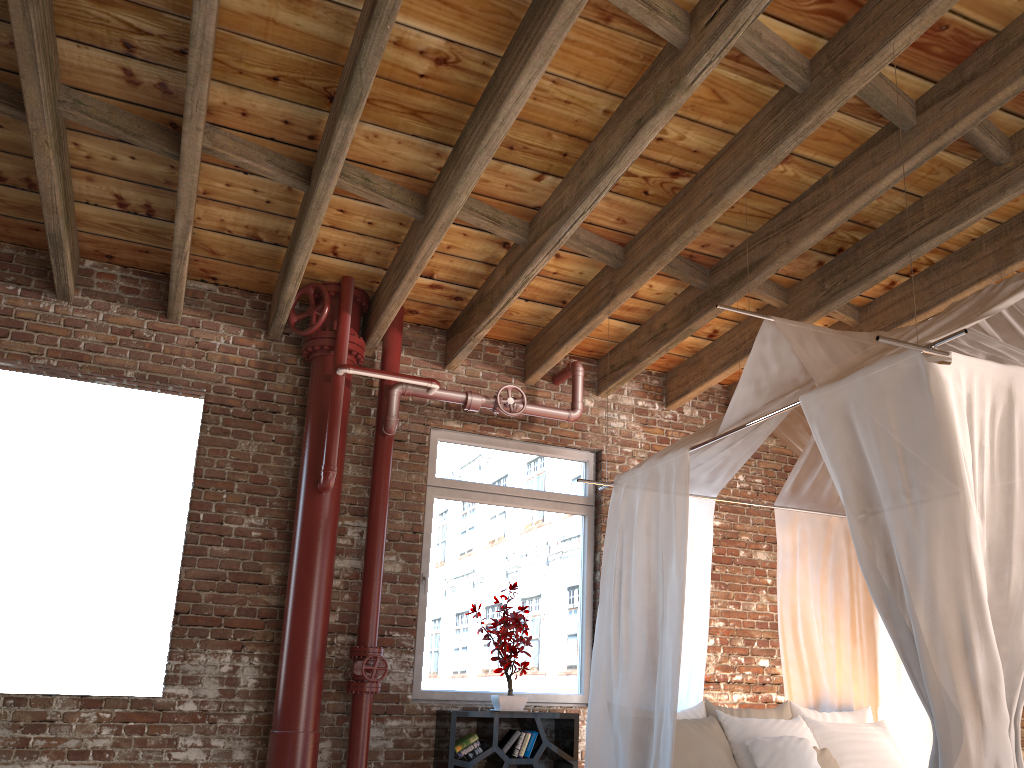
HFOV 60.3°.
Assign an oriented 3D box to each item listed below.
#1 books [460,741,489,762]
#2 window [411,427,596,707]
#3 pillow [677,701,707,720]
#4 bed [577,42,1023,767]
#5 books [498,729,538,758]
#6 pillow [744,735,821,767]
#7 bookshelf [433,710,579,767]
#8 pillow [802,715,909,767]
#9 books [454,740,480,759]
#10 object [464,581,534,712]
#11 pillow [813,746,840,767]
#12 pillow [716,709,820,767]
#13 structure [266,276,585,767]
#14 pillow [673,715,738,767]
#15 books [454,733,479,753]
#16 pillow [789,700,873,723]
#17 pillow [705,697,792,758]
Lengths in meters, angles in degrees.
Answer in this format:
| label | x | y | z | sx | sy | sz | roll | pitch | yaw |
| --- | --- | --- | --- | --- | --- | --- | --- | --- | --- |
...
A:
| label | x | y | z | sx | sy | sz | roll | pitch | yaw |
| --- | --- | --- | --- | --- | --- | --- | --- | --- | --- |
| books | -0.229 | 2.213 | 5.313 | 0.158 | 0.111 | 0.135 | 9 | -19 | -22 |
| window | -0.032 | 1.246 | 6.011 | 1.359 | 1.809 | 0.169 | 9 | -17 | -23 |
| pillow | 0.799 | 1.910 | 4.628 | 0.639 | 0.482 | 0.201 | 9 | -18 | -22 |
| bed | 1.778 | 0.528 | 4.264 | 2.522 | 3.799 | 2.700 | 9 | -18 | -21 |
| books | 0.027 | 2.214 | 5.433 | 0.246 | 0.162 | 0.135 | 10 | -19 | -22 |
| pillow | 1.397 | 1.941 | 4.484 | 0.387 | 0.285 | 0.219 | 6 | -17 | -14 |
| bookshelf | -0.040 | 2.452 | 5.420 | 0.864 | 0.827 | 0.296 | 9 | -17 | -22 |
| pillow | 1.956 | 2.078 | 4.914 | 0.635 | 0.423 | 0.296 | 9 | -18 | -21 |
| books | -0.282 | 2.192 | 5.294 | 0.155 | 0.107 | 0.135 | 9 | -19 | -22 |
| object | -0.058 | 1.644 | 5.601 | 0.421 | 0.822 | 0.399 | 10 | -18 | -26 |
| pillow | 1.607 | 2.014 | 4.603 | 0.292 | 0.229 | 0.164 | 10 | -19 | -23 |
| pillow | 1.412 | 1.946 | 4.685 | 0.619 | 0.394 | 0.352 | 10 | -19 | -24 |
| structure | -0.508 | 1.079 | 5.408 | 2.020 | 3.390 | 0.583 | 9 | -17 | -23 |
| pillow | 0.870 | 1.884 | 4.445 | 0.620 | 0.406 | 0.362 | 10 | -19 | -24 |
| books | -0.293 | 2.156 | 5.298 | 0.155 | 0.107 | 0.135 | 9 | -19 | -22 |
| pillow | 1.884 | 2.095 | 5.099 | 0.637 | 0.488 | 0.210 | 10 | -18 | -22 |
| pillow | 1.332 | 1.992 | 4.866 | 0.638 | 0.484 | 0.211 | 10 | -18 | -23 |
